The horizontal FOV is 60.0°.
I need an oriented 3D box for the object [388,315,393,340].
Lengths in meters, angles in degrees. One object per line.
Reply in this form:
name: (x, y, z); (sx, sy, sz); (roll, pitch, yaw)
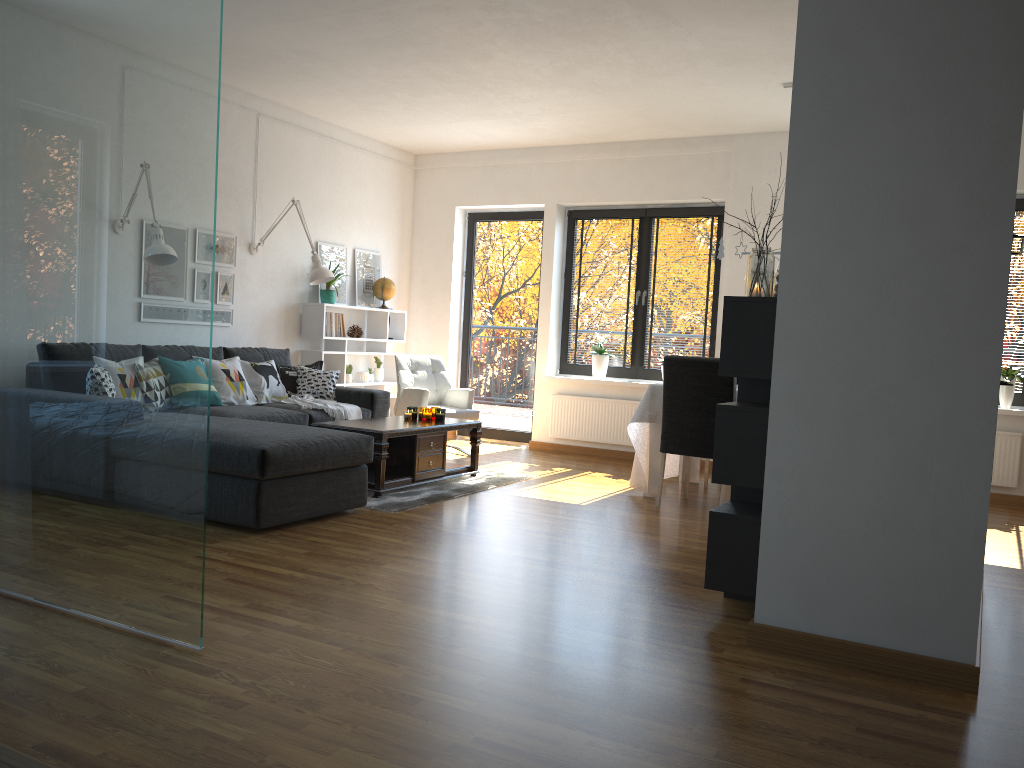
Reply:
object: (-1.171, -0.538, 8.437); (0.066, 0.230, 0.075); (4, 3, 8)

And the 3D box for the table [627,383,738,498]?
table: (1.822, 0.425, 5.982); (1.855, 0.763, 1.235); (5, 3, 29)

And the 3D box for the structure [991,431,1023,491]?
structure: (3.008, 0.530, 6.709); (1.456, 0.460, 0.078); (5, 4, 30)

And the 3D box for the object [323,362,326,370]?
object: (-1.654, -0.107, 7.599); (0.108, 0.198, 0.108); (6, 4, 39)

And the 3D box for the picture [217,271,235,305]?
picture: (-2.186, -0.728, 6.761); (0.021, 0.248, 0.166); (5, 4, 28)

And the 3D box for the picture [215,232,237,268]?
picture: (-2.219, -1.014, 6.655); (0.021, 0.248, 0.390); (5, 3, 28)

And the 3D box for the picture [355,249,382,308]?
picture: (-1.335, -0.969, 8.253); (0.059, 0.533, 0.390); (5, 4, 28)

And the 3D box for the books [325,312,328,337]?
books: (-1.625, -0.506, 7.533); (0.136, 0.210, 0.033); (5, 4, 29)

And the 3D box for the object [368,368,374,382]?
object: (-1.307, -0.086, 8.183); (0.072, 0.137, 0.072); (4, 3, 9)

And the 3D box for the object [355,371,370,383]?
object: (-1.360, -0.063, 8.055); (0.134, 0.098, 0.132); (3, 3, -2)

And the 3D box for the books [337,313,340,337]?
books: (-1.548, -0.511, 7.680); (0.133, 0.208, 0.044); (5, 4, 29)

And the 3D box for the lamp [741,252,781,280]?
lamp: (1.930, -1.324, 5.860); (0.759, 1.285, 0.131); (5, 4, 28)

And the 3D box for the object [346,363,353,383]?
object: (-1.447, -0.093, 7.792); (0.087, 0.173, 0.088); (6, 5, 44)

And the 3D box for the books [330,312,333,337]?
books: (-1.590, -0.509, 7.588); (0.133, 0.210, 0.044); (5, 4, 29)

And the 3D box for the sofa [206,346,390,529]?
sofa: (-1.519, 0.213, 5.752); (2.162, 0.848, 2.508); (5, 3, 28)

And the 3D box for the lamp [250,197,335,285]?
lamp: (-1.693, -1.115, 6.932); (0.698, 0.670, 0.200); (4, 4, 19)

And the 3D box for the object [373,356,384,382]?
object: (-1.243, -0.136, 8.278); (0.098, 0.236, 0.097); (4, 4, 16)

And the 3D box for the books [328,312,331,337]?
books: (-1.606, -0.508, 7.567); (0.136, 0.209, 0.044); (5, 4, 28)

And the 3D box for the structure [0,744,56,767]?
structure: (0.540, -0.916, 0.742); (2.683, 4.135, 4.580); (5, 4, 28)

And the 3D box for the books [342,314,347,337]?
books: (-1.512, -0.511, 7.739); (0.132, 0.204, 0.070); (5, 4, 29)

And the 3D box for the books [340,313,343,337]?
books: (-1.530, -0.511, 7.712); (0.128, 0.211, 0.061); (5, 4, 29)

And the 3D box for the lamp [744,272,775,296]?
lamp: (0.973, -0.390, 3.503); (0.098, 0.131, 0.106); (6, 4, 41)

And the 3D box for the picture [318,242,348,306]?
picture: (-1.578, -0.961, 7.805); (0.059, 0.533, 0.390); (5, 4, 28)

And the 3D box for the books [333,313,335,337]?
books: (-1.581, -0.509, 7.616); (0.135, 0.209, 0.048); (5, 4, 28)

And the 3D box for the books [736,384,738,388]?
books: (1.588, 0.019, 6.013); (0.204, 0.022, 0.278); (1, 3, -35)

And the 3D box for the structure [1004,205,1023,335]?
structure: (1.837, -0.397, 3.247); (0.052, 0.462, 0.585); (5, 4, 28)

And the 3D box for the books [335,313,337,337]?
books: (-1.567, -0.510, 7.640); (0.133, 0.209, 0.044); (5, 4, 28)

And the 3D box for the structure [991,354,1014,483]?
structure: (1.810, 0.105, 3.278); (0.052, 0.462, 0.585); (5, 4, 28)

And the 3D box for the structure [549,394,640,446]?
structure: (0.993, 0.371, 7.793); (1.456, 0.460, 0.078); (4, 4, 27)

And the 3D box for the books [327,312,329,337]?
books: (-1.616, -0.508, 7.547); (0.129, 0.209, 0.035); (5, 4, 28)

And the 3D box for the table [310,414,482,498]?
table: (-0.744, 0.456, 5.923); (0.570, 0.409, 1.179); (5, 3, 28)

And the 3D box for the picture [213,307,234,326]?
picture: (-2.357, -0.506, 6.480); (0.021, 0.136, 0.837); (5, 3, 28)
